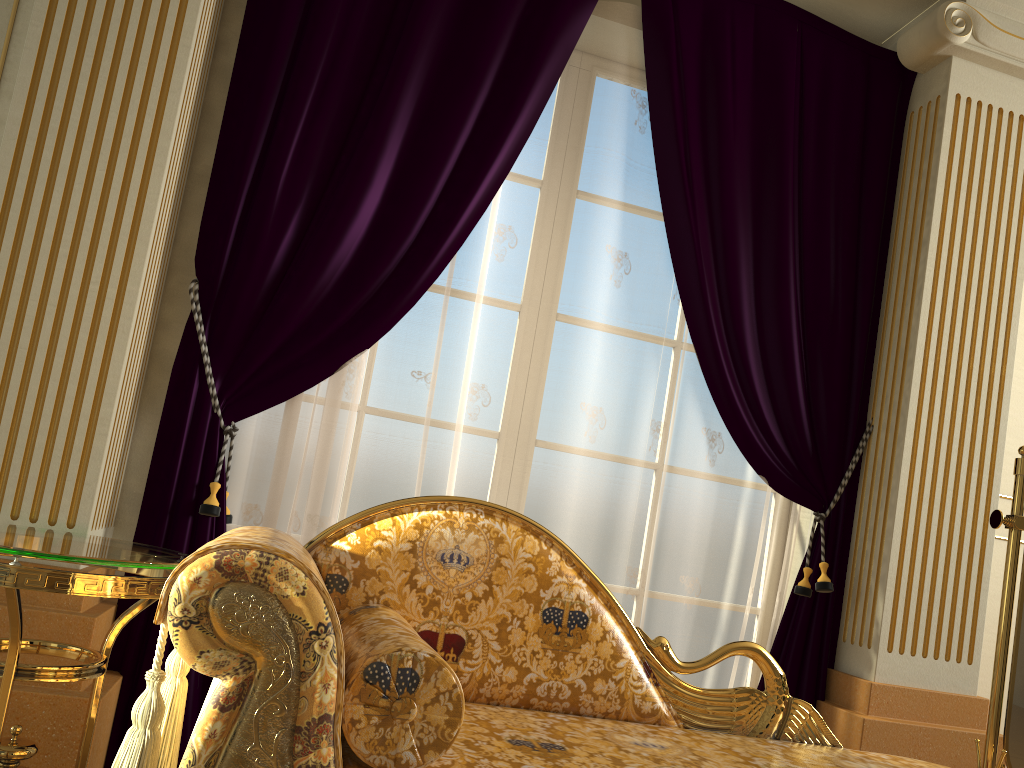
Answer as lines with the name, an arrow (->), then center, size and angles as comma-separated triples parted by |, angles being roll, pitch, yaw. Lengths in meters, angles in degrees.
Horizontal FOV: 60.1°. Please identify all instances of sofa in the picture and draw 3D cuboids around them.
sofa -> 0.287, 0.713, 1.693 | 1.899, 0.864, 0.697 | 12, -7, -14

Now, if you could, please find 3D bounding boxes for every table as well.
table -> -0.986, 0.633, 1.784 | 0.569, 0.638, 0.577 | 5, -9, 31

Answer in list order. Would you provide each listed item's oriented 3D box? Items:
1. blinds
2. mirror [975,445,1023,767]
blinds -> 0.128, -0.046, 2.696 | 2.241, 2.633, 0.340 | 11, -6, -13
mirror -> 1.504, 0.603, 2.326 | 0.542, 1.687, 0.244 | 10, -6, -4
